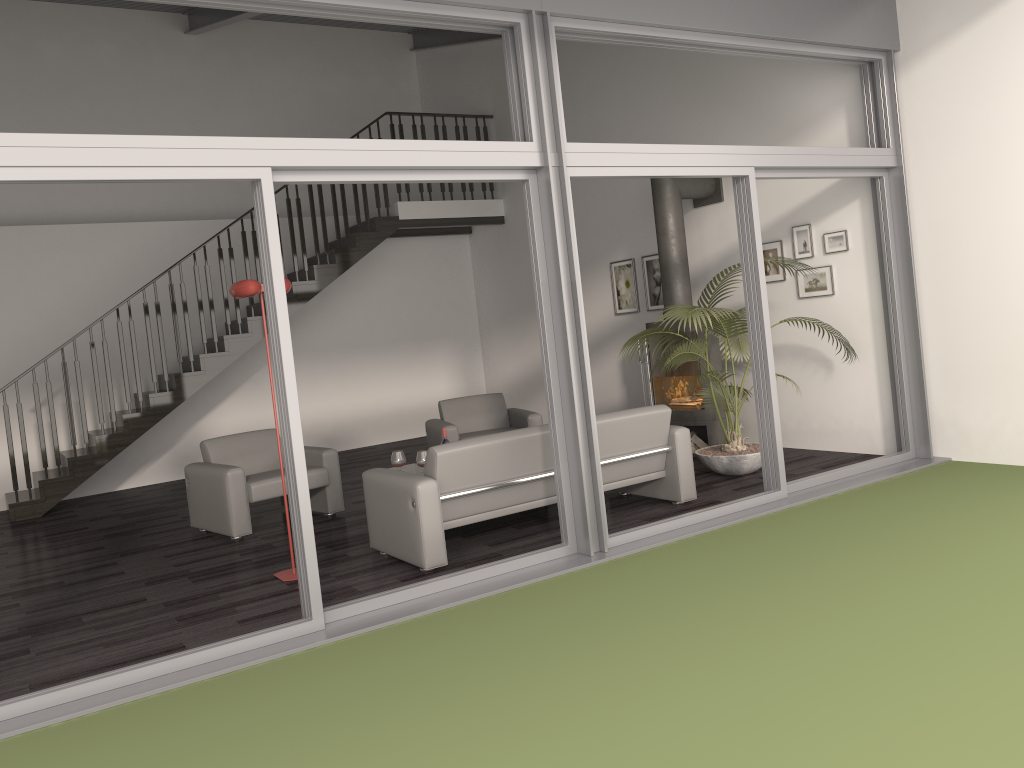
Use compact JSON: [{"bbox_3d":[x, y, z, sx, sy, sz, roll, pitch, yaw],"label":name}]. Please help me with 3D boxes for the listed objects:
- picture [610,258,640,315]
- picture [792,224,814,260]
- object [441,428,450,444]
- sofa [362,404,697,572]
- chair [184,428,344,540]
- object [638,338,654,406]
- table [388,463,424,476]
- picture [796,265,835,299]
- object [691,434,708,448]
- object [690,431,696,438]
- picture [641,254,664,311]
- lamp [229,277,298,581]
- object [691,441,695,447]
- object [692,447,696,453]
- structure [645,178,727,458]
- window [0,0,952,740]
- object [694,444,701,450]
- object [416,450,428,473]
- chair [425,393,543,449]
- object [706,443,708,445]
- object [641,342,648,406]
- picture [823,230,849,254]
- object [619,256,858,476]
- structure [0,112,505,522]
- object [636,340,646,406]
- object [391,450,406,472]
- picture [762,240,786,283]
[{"bbox_3d":[1.221,-1.049,9.591,0.026,0.577,0.393,-7,2,-31],"label":"picture"},{"bbox_3d":[2.468,-1.205,7.518,0.015,0.280,0.191,-7,2,-31],"label":"picture"},{"bbox_3d":[-0.507,0.528,6.888,0.093,0.370,0.092,-7,2,-32],"label":"object"},{"bbox_3d":[0.130,0.599,5.929,2.119,0.716,0.901,-8,4,-31],"label":"sofa"},{"bbox_3d":[-1.975,0.754,7.082,0.966,0.716,0.909,-9,4,-41],"label":"chair"},{"bbox_3d":[1.394,0.058,8.887,0.400,1.124,0.401,-6,2,18],"label":"object"},{"bbox_3d":[-0.752,0.827,6.675,0.401,0.341,0.680,-8,4,-31],"label":"table"},{"bbox_3d":[2.551,-0.856,7.456,0.015,0.244,0.359,-7,3,-31],"label":"picture"},{"bbox_3d":[1.727,0.545,8.006,0.072,0.186,0.254,-7,3,-30],"label":"object"},{"bbox_3d":[1.611,0.535,8.306,0.104,0.191,0.305,-7,3,-30],"label":"object"},{"bbox_3d":[1.500,-1.049,9.135,0.026,0.577,0.393,-7,2,-31],"label":"picture"},{"bbox_3d":[-1.415,0.265,5.336,0.354,1.786,0.364,-7,2,-31],"label":"lamp"},{"bbox_3d":[1.582,0.554,8.184,0.073,0.068,0.258,-8,4,-32],"label":"object"},{"bbox_3d":[1.566,0.606,8.140,0.092,0.082,0.267,-8,4,-30],"label":"object"},{"bbox_3d":[1.832,-0.734,8.349,1.118,2.672,0.817,-7,2,-31],"label":"structure"},{"bbox_3d":[-1.122,-0.533,4.185,9.767,3.467,0.385,-8,2,-31],"label":"window"},{"bbox_3d":[1.648,0.594,8.177,0.086,0.086,0.265,-8,4,-30],"label":"object"},{"bbox_3d":[-0.652,0.573,6.569,0.116,0.155,0.115,-8,3,-41],"label":"object"},{"bbox_3d":[-0.259,0.483,8.318,0.964,0.716,0.910,-7,3,-16],"label":"chair"},{"bbox_3d":[1.710,0.584,8.232,0.085,0.083,0.276,-8,4,-30],"label":"object"},{"bbox_3d":[1.329,-0.012,8.959,0.116,0.982,0.042,-5,2,34],"label":"object"},{"bbox_3d":[2.646,-1.159,7.236,0.015,0.166,0.221,-7,3,-31],"label":"picture"},{"bbox_3d":[1.566,-0.111,7.058,2.124,1.664,1.716,-8,3,-37],"label":"object"},{"bbox_3d":[-2.625,-1.104,10.547,6.357,4.090,0.999,-8,2,-31],"label":"structure"},{"bbox_3d":[1.291,0.022,8.803,0.078,1.019,0.167,-6,2,20],"label":"object"},{"bbox_3d":[-0.858,0.586,6.713,0.116,0.155,0.116,-7,3,-23],"label":"object"},{"bbox_3d":[2.289,-1.076,7.837,0.015,0.352,0.288,-7,3,-31],"label":"picture"}]
